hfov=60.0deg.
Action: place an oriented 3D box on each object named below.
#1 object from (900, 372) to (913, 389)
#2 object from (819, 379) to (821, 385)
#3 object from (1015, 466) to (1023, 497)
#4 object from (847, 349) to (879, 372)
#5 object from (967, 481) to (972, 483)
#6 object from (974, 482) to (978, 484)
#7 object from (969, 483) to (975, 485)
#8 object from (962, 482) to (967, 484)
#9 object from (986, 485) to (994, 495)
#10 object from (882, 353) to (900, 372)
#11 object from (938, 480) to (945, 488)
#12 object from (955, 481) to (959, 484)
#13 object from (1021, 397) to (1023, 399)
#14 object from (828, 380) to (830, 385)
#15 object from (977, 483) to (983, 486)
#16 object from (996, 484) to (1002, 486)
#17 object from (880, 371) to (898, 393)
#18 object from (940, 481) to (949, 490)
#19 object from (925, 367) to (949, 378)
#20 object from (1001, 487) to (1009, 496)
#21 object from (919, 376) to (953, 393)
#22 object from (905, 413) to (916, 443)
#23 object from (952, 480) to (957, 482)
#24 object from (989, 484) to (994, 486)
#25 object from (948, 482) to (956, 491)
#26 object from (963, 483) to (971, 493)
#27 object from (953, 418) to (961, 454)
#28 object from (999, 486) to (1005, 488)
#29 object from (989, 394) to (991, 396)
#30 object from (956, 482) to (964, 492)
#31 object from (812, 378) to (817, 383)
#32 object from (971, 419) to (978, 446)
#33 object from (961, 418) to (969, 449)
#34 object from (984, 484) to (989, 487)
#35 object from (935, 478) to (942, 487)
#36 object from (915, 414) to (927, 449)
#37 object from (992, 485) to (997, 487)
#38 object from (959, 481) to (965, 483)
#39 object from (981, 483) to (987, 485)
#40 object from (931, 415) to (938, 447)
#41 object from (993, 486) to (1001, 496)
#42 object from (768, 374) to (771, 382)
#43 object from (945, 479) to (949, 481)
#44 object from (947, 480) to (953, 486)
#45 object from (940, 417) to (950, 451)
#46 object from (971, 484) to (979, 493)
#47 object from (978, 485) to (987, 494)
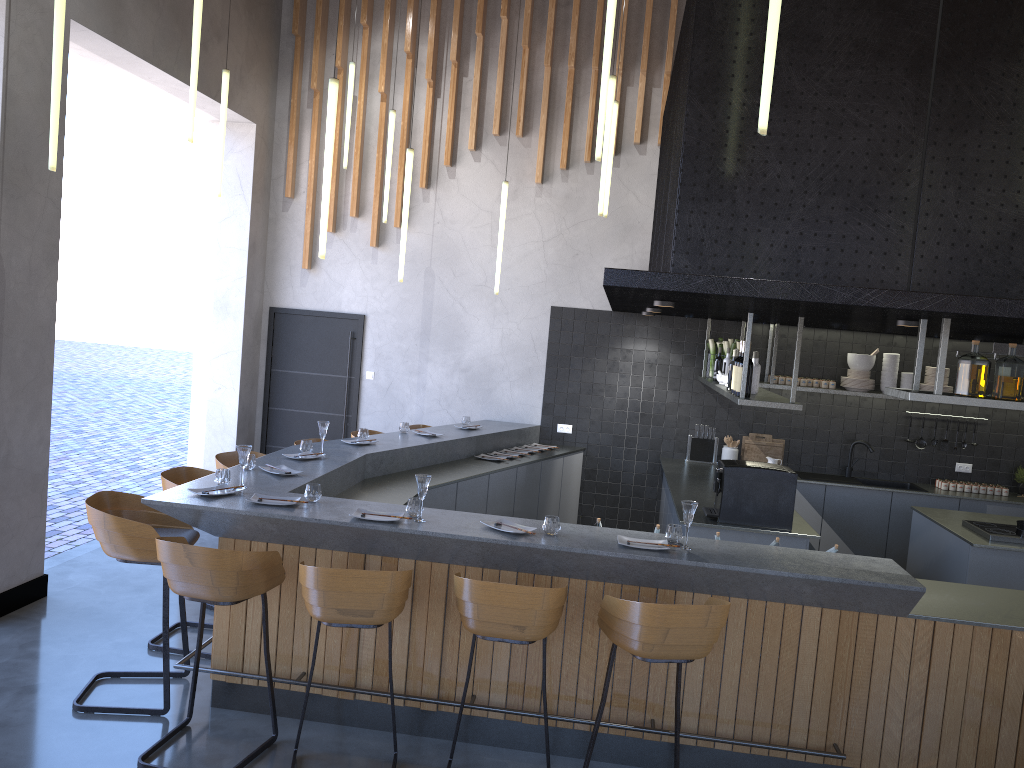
[{"bbox_3d":[3.694,0.001,8.264,0.143,0.214,0.149,8,5,35],"label":"object"},{"bbox_3d":[2.947,-0.009,8.445,0.062,0.078,0.062,5,4,2],"label":"object"},{"bbox_3d":[4.794,0.904,8.263,0.211,0.283,0.221,6,4,20],"label":"object"},{"bbox_3d":[3.278,-0.224,8.323,0.249,0.243,0.248,5,4,7],"label":"object"},{"bbox_3d":[4.297,0.958,8.339,0.062,0.078,0.062,6,4,12],"label":"object"},{"bbox_3d":[4.362,0.964,8.331,0.062,0.078,0.062,6,4,12],"label":"object"},{"bbox_3d":[4.288,0.962,8.267,0.062,0.078,0.062,6,4,12],"label":"object"},{"bbox_3d":[4.222,0.956,8.275,0.062,0.078,0.062,6,4,12],"label":"object"},{"bbox_3d":[4.410,0.978,8.185,0.062,0.078,0.062,6,4,12],"label":"object"},{"bbox_3d":[3.531,-0.180,8.273,0.143,0.214,0.149,8,5,35],"label":"object"},{"bbox_3d":[4.023,0.937,8.298,0.062,0.078,0.062,6,4,12],"label":"object"},{"bbox_3d":[4.156,0.950,8.283,0.062,0.078,0.062,6,4,12],"label":"object"},{"bbox_3d":[4.688,0.162,8.144,0.062,0.078,0.062,6,4,12],"label":"object"},{"bbox_3d":[3.004,0.001,8.366,0.062,0.078,0.062,5,4,2],"label":"object"},{"bbox_3d":[4.354,0.968,8.260,0.062,0.078,0.062,6,4,12],"label":"object"},{"bbox_3d":[4.557,0.982,8.309,0.062,0.078,0.062,6,4,12],"label":"object"},{"bbox_3d":[3.517,-0.016,8.285,0.143,0.214,0.149,8,5,35],"label":"object"},{"bbox_3d":[4.015,0.941,8.231,0.062,0.078,0.062,6,4,12],"label":"object"},{"bbox_3d":[3.949,-0.100,8.238,0.204,0.106,0.204,3,4,-27],"label":"object"},{"bbox_3d":[4.540,0.990,8.170,0.062,0.078,0.062,6,4,12],"label":"object"},{"bbox_3d":[3.935,0.032,8.246,0.304,0.195,0.300,6,4,18],"label":"object"},{"bbox_3d":[3.781,0.415,8.392,0.103,0.280,0.103,1,5,-41],"label":"object"},{"bbox_3d":[4.165,0.946,8.354,0.062,0.078,0.062,6,4,12],"label":"object"},{"bbox_3d":[4.492,0.976,8.316,0.062,0.078,0.062,6,4,12],"label":"object"},{"bbox_3d":[4.083,0.948,8.223,0.062,0.078,0.062,6,4,12],"label":"object"},{"bbox_3d":[4.214,0.960,8.208,0.062,0.078,0.062,6,4,12],"label":"object"},{"bbox_3d":[4.213,0.494,8.390,0.033,0.363,0.024,5,4,7],"label":"object"},{"bbox_3d":[4.549,0.986,8.237,0.062,0.078,0.062,6,4,12],"label":"object"},{"bbox_3d":[4.338,0.109,8.074,0.111,0.082,0.019,5,4,7],"label":"object"},{"bbox_3d":[4.148,0.954,8.215,0.062,0.078,0.062,6,4,12],"label":"object"},{"bbox_3d":[2.882,-0.015,8.453,0.062,0.078,0.062,5,4,2],"label":"object"},{"bbox_3d":[4.357,0.457,8.331,0.074,0.256,0.074,2,5,-38],"label":"object"},{"bbox_3d":[4.288,0.468,8.387,0.032,0.298,0.035,1,5,-41],"label":"object"},{"bbox_3d":[4.418,0.974,8.252,0.062,0.078,0.062,6,4,12],"label":"object"},{"bbox_3d":[4.032,0.933,8.370,0.062,0.078,0.062,6,4,12],"label":"object"},{"bbox_3d":[3.898,0.451,8.422,0.104,0.336,0.031,5,4,6],"label":"object"},{"bbox_3d":[4.484,0.980,8.245,0.062,0.078,0.062,6,4,12],"label":"object"},{"bbox_3d":[4.231,0.952,8.346,0.062,0.078,0.062,6,4,12],"label":"object"},{"bbox_3d":[4.427,0.970,8.324,0.062,0.078,0.062,6,4,12],"label":"object"},{"bbox_3d":[4.013,0.447,8.404,0.062,0.306,0.038,5,4,7],"label":"object"},{"bbox_3d":[4.475,0.984,8.177,0.062,0.078,0.062,6,4,12],"label":"object"},{"bbox_3d":[2.487,-0.052,8.498,0.062,0.078,0.062,6,4,12],"label":"object"},{"bbox_3d":[4.100,0.939,8.362,0.062,0.078,0.062,6,4,12],"label":"object"},{"bbox_3d":[4.091,0.944,8.290,0.062,0.078,0.062,6,4,12],"label":"object"},{"bbox_3d":[4.115,0.472,8.401,0.068,0.337,0.024,5,4,7],"label":"object"},{"bbox_3d":[4.280,0.966,8.200,0.062,0.078,0.062,6,4,12],"label":"object"},{"bbox_3d":[4.345,0.972,8.192,0.062,0.078,0.062,6,4,12],"label":"object"}]
